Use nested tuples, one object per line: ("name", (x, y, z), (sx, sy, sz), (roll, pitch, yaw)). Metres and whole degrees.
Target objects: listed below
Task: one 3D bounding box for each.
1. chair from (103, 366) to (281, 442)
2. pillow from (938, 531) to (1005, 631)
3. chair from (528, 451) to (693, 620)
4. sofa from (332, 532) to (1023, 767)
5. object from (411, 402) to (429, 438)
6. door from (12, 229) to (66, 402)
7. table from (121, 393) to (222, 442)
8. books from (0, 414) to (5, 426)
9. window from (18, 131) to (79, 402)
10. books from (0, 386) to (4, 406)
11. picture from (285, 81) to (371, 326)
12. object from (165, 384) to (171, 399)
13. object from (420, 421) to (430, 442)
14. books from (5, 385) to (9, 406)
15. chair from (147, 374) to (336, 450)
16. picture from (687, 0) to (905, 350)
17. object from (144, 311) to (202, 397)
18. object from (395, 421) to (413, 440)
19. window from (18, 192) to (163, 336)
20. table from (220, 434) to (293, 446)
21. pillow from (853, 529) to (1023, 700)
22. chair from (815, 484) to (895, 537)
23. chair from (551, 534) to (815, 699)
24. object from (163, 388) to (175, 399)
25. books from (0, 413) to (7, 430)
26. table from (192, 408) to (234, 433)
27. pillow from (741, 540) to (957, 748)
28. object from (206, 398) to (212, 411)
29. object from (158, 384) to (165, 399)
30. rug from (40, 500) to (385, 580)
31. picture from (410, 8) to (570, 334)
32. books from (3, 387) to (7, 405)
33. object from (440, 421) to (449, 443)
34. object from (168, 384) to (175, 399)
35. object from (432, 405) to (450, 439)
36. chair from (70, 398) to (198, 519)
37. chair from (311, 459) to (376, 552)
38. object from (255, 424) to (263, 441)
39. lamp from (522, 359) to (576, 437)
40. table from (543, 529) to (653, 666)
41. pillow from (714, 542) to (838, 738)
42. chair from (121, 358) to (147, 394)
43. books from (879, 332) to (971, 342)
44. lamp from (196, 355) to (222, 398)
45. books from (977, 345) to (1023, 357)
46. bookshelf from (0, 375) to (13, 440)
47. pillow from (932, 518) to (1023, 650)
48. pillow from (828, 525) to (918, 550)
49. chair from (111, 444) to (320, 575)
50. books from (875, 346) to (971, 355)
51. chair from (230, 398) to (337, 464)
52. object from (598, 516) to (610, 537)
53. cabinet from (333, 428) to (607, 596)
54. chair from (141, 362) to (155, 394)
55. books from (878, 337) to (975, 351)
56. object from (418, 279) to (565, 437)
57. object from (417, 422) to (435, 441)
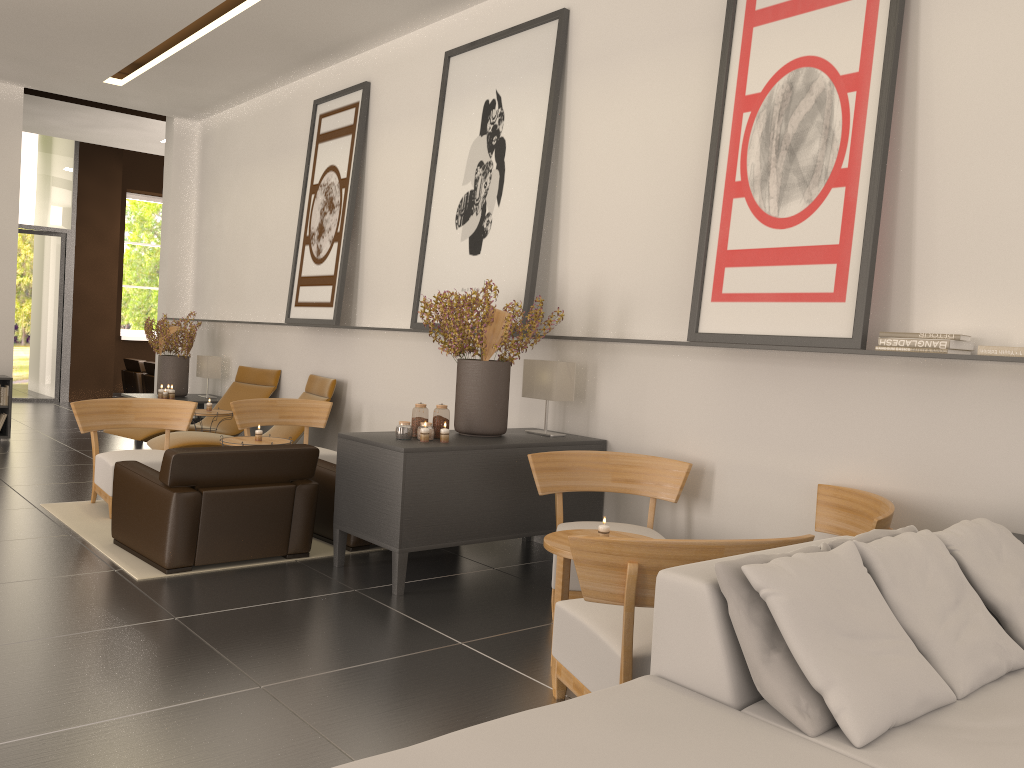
("chair", (-5.049, 0.466, 14.143), (1.300, 1.485, 2.421), (5, 3, 40))
("pillow", (2.650, 1.105, 4.942), (0.918, 0.510, 0.616), (1, 3, -38))
("chair", (0.828, 1.249, 7.512), (1.452, 1.226, 1.151), (3, 2, 0))
("sofa", (2.804, 1.622, 2.150), (5.524, 1.204, 5.609), (1, 4, -40))
("object", (-0.848, 0.331, 8.180), (0.158, 0.325, 0.157), (5, 3, 42))
("door", (-12.394, -1.690, 21.813), (2.376, 4.266, 0.100), (2, 2, -25))
("table", (-5.936, 0.657, 15.879), (1.600, 0.839, 1.602), (1, 3, -40))
("books", (-8.802, 0.696, 15.200), (0.153, 0.360, 0.250), (2, 3, -40))
("window", (-15.022, -3.266, 19.101), (10.306, 7.377, 0.100), (1, 3, -40))
("books", (-8.745, 0.202, 15.171), (0.039, 0.312, 0.246), (2, 3, -40))
("picture", (-2.765, -2.621, 13.179), (0.384, 3.491, 1.601), (2, 2, -40))
("object", (-5.996, 0.127, 15.467), (0.104, 0.254, 0.104), (4, 2, 10))
("object", (-0.771, 0.419, 7.861), (0.076, 0.187, 0.076), (2, 2, -23))
("books", (-8.679, 0.190, 15.220), (0.022, 0.338, 0.253), (2, 2, -40))
("chair", (-3.865, 0.602, 12.718), (2.420, 1.485, 1.301), (2, 3, -30))
("picture", (2.266, -2.045, 7.128), (0.384, 3.491, 1.601), (2, 2, -40))
("object", (-6.141, -0.555, 15.923), (0.927, 1.553, 1.587), (3, 2, -12))
("object", (-0.970, 0.418, 7.978), (0.158, 0.158, 0.157), (4, 2, 23))
("window", (-6.874, -4.575, 18.008), (99.095, 20.570, 48.668), (1, 3, -40))
("table", (-2.936, 1.062, 10.120), (0.797, 0.903, 0.798), (3, 2, -17))
("pillow", (2.031, 1.048, 4.219), (0.801, 0.595, 0.596), (1, 3, -39))
("chair", (2.019, 1.375, 6.294), (1.151, 1.226, 1.453), (3, 2, 5))
("chair", (0.883, 1.371, 5.066), (1.451, 1.226, 1.152), (3, 2, -15))
("object", (-5.934, 0.169, 15.345), (0.111, 0.187, 0.207), (5, 3, 37))
("books", (-8.778, 0.691, 15.218), (0.156, 0.371, 0.252), (2, 3, -40))
("table", (-4.587, 0.830, 13.276), (0.798, 0.903, 0.797), (4, 2, 28))
("pillow", (1.407, 1.036, 3.697), (0.801, 0.598, 0.585), (1, 3, -40))
("object", (-4.527, 0.308, 13.264), (0.080, 0.187, 0.080), (4, 2, 15))
("object", (-6.074, 0.127, 15.369), (0.108, 0.254, 0.108), (4, 2, 15))
("rug", (-2.739, 1.533, 10.076), (3.999, 0.010, 3.561), (1, 4, -40))
("picture", (-0.325, -2.342, 10.245), (0.384, 3.491, 2.195), (2, 2, -40))
("books", (-8.717, 0.205, 15.208), (0.048, 0.305, 0.226), (2, 2, -40))
("object", (-0.598, 0.427, 7.905), (0.080, 0.187, 0.080), (2, 2, -30))
("object", (-5.903, 0.136, 15.384), (0.104, 0.254, 0.104), (4, 2, 10))
("object", (-0.655, 0.341, 8.196), (0.157, 0.325, 0.158), (3, 2, -3))
("chair", (-4.284, 0.818, 10.286), (1.451, 1.226, 1.152), (1, 3, -40))
("chair", (-1.437, 1.087, 9.626), (1.537, 1.075, 1.501), (1, 3, -40))
("object", (-2.884, 0.553, 10.103), (0.076, 0.187, 0.076), (3, 2, -1))
("lamp", (0.363, 0.141, 9.065), (0.257, 0.757, 0.515), (2, 3, -40))
("table", (0.635, 1.512, 6.225), (0.870, 0.802, 0.869), (5, 3, 43))
("pillow", (1.318, 1.046, 3.807), (0.918, 0.577, 0.549), (1, 3, -40))
("chair", (-10.083, -0.146, 25.072), (1.499, 1.075, 1.539), (1, 3, -40))
("books", (2.902, -0.332, 6.232), (0.526, 0.040, 0.299), (6, 4, 40))
("lamp", (-5.533, -0.131, 16.154), (0.257, 0.756, 0.515), (2, 3, -40))
("books", (3.287, -0.205, 5.762), (0.407, 0.064, 0.301), (6, 4, 40))
("bookshelf", (-9.949, 0.386, 14.417), (3.079, 1.078, 0.741), (1, 3, -40))
("pillow", (2.689, 1.064, 4.779), (0.797, 0.580, 0.626), (1, 3, -39))
("pillow", (1.992, 1.057, 4.366), (0.918, 0.591, 0.558), (1, 3, -40))
("chair", (-2.809, 1.065, 8.482), (1.537, 1.075, 1.501), (1, 3, -40))
("books", (2.893, -0.234, 6.243), (0.376, 0.032, 0.504), (1, 4, -40))
("chair", (-2.856, 0.841, 11.476), (1.451, 1.226, 1.152), (1, 3, -40))
("object", (0.645, 1.018, 6.210), (0.080, 0.187, 0.080), (4, 2, 15))
("cabinet", (-0.365, 1.124, 8.551), (2.399, 1.239, 1.121), (1, 3, -40))
("chair", (-8.943, -0.016, 23.701), (1.499, 1.075, 1.539), (1, 3, -40))
("books", (2.913, -0.281, 6.240), (0.391, 0.063, 0.498), (1, 4, -40))
("object", (-0.077, -0.269, 8.782), (1.421, 1.553, 1.438), (2, 2, -27))
("object", (-0.777, 0.428, 7.994), (0.158, 0.158, 0.157), (4, 2, 23))
